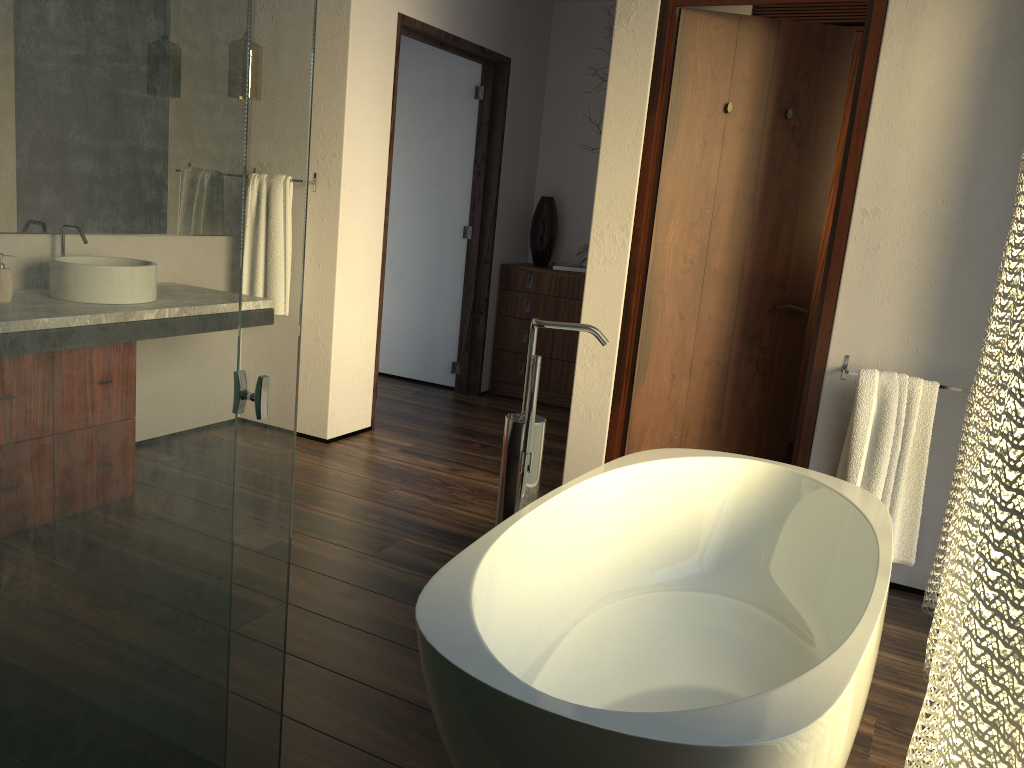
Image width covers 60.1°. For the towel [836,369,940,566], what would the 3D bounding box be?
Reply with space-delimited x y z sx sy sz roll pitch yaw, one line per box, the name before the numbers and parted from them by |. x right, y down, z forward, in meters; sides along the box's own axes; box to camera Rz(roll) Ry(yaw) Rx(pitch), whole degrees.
towel | 1.203 0.275 2.875 0.263 0.638 0.153 8 12 9

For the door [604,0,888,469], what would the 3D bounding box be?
door | 0.860 -0.413 3.310 0.745 1.949 0.455 11 13 26

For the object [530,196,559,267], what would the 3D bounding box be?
object | 0.195 -0.926 5.377 0.174 0.417 0.166 15 15 39

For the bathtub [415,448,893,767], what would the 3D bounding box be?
bathtub | 0.377 0.570 1.959 0.780 0.485 1.587 11 13 25

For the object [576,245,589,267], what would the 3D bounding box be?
object | 0.449 -0.763 5.265 0.133 0.131 0.128 10 12 22

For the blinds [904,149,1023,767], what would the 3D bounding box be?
blinds | 1.088 -0.292 1.745 0.185 2.339 2.082 11 13 25

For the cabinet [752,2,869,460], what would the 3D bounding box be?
cabinet | 1.784 -0.728 4.204 1.512 2.366 0.351 11 13 27

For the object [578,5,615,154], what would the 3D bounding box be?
object | 0.691 -1.321 4.923 0.720 1.451 0.837 1 12 -20

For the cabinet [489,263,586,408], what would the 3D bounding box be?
cabinet | 0.491 -0.254 5.271 1.161 0.801 0.394 11 13 27

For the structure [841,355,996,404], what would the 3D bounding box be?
structure | 1.291 -0.010 2.816 0.462 0.088 0.100 11 13 27

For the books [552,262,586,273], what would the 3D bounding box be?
books | 0.487 -0.679 5.264 0.498 0.034 0.246 6 11 3

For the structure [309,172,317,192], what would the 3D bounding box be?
structure | -1.050 -0.916 3.956 0.376 0.088 0.100 11 13 27

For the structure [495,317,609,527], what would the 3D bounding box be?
structure | 0.021 0.274 2.207 0.240 0.898 0.281 0 13 -23
